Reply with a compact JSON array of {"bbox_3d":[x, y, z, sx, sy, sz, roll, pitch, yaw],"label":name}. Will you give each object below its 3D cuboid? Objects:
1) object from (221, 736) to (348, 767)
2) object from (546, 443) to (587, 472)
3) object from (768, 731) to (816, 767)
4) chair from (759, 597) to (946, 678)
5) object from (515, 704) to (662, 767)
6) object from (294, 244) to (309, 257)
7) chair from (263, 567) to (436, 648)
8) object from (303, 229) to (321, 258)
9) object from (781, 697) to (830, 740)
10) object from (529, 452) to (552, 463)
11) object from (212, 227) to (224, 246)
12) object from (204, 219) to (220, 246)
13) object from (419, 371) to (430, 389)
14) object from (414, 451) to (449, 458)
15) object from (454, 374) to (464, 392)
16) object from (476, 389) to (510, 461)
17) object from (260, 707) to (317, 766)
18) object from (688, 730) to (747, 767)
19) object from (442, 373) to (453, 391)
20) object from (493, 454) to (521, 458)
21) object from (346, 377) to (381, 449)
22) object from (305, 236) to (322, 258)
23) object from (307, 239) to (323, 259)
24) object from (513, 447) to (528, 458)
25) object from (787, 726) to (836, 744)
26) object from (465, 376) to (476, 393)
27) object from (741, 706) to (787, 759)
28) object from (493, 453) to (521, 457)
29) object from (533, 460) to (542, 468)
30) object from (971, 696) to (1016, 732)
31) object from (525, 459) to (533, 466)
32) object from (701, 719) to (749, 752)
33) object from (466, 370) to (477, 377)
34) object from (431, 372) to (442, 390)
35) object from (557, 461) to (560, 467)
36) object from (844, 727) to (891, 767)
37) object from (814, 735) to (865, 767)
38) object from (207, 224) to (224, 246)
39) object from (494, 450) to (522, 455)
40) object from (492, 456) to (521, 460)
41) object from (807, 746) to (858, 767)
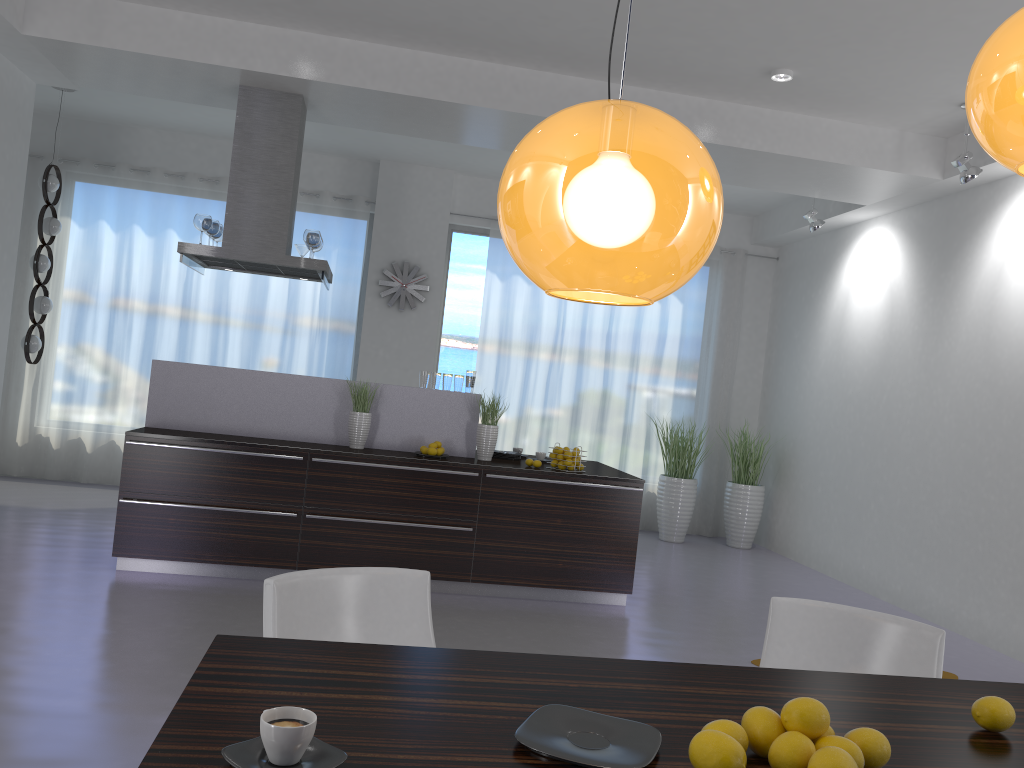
[{"bbox_3d":[-0.334,0.552,1.303,0.154,0.020,0.154,6,0,37],"label":"object"},{"bbox_3d":[0.375,0.497,6.028,0.189,0.174,0.207,6,0,-44],"label":"object"},{"bbox_3d":[0.460,0.611,1.461,0.081,0.071,0.069,6,0,-32],"label":"object"},{"bbox_3d":[0.918,1.083,2.527,0.508,0.805,0.620,6,0,26],"label":"chair"},{"bbox_3d":[0.131,0.603,1.506,0.232,0.020,0.232,6,0,19],"label":"object"},{"bbox_3d":[-1.600,-0.967,6.757,0.137,0.174,0.137,6,0,-44],"label":"object"},{"bbox_3d":[-0.360,0.944,2.333,0.508,0.805,0.620,6,0,-39],"label":"chair"},{"bbox_3d":[-1.417,-0.972,6.253,0.125,0.221,0.125,6,0,16],"label":"object"},{"bbox_3d":[0.501,0.571,1.514,0.083,0.068,0.070,6,0,-5],"label":"object"},{"bbox_3d":[0.209,0.537,6.506,0.153,0.069,0.153,6,0,-36],"label":"object"},{"bbox_3d":[-2.186,-1.055,6.575,0.125,0.221,0.125,6,0,16],"label":"object"},{"bbox_3d":[-2.138,-1.051,6.274,0.125,0.221,0.125,6,0,16],"label":"object"},{"bbox_3d":[-0.612,-0.030,6.173,0.071,0.119,0.072,6,0,41],"label":"object"},{"bbox_3d":[-0.538,0.476,5.926,0.232,0.020,0.232,6,0,-1],"label":"object"},{"bbox_3d":[-0.374,-0.004,6.211,0.072,0.119,0.071,6,0,31],"label":"object"},{"bbox_3d":[-0.146,0.276,6.074,0.247,0.502,0.269,6,0,34],"label":"object"},{"bbox_3d":[-0.340,0.520,1.306,0.101,0.064,0.081,6,0,17],"label":"object"},{"bbox_3d":[0.328,0.594,1.412,0.079,0.077,0.094,6,0,-35],"label":"object"},{"bbox_3d":[-0.454,-0.012,6.199,0.072,0.119,0.071,6,0,31],"label":"object"},{"bbox_3d":[-0.051,0.523,6.454,0.232,0.020,0.232,6,0,-1],"label":"object"},{"bbox_3d":[-1.015,0.181,5.910,0.269,0.502,0.247,6,0,-9],"label":"object"},{"bbox_3d":[-1.442,-0.975,6.409,0.125,0.221,0.125,6,0,16],"label":"object"},{"bbox_3d":[-1.465,-0.976,6.554,0.125,0.221,0.125,6,0,16],"label":"object"},{"bbox_3d":[0.042,0.520,6.721,0.153,0.069,0.153,6,0,24],"label":"object"},{"bbox_3d":[0.527,0.620,1.558,0.070,0.068,0.083,6,0,-40],"label":"object"},{"bbox_3d":[-0.295,0.005,6.224,0.072,0.119,0.071,6,0,31],"label":"object"},{"bbox_3d":[0.439,0.605,1.541,0.076,0.080,0.094,6,0,-8],"label":"object"},{"bbox_3d":[-0.050,0.513,6.454,0.232,0.020,0.232,6,0,-6],"label":"object"},{"bbox_3d":[0.169,0.537,5.962,0.063,0.051,0.053,6,0,-5],"label":"object"},{"bbox_3d":[0.977,0.670,1.800,0.083,0.068,0.070,6,0,-5],"label":"object"},{"bbox_3d":[0.120,0.532,6.004,0.053,0.051,0.063,6,0,-40],"label":"object"},{"bbox_3d":[0.356,0.601,1.492,0.083,0.068,0.070,6,0,-5],"label":"object"},{"bbox_3d":[-0.291,-0.034,6.224,0.072,0.119,0.071,6,0,31],"label":"object"},{"bbox_3d":[-0.533,-0.021,6.186,0.072,0.119,0.071,6,0,31],"label":"object"},{"bbox_3d":[0.316,0.548,6.066,0.061,0.053,0.053,6,0,33],"label":"object"},{"bbox_3d":[0.610,0.629,1.528,0.083,0.068,0.070,6,0,-5],"label":"object"},{"bbox_3d":[0.541,0.621,1.474,0.070,0.068,0.083,6,0,-40],"label":"object"},{"bbox_3d":[-2.163,-1.053,6.430,0.125,0.221,0.125,6,0,16],"label":"object"},{"bbox_3d":[-0.222,0.420,6.506,0.646,0.147,0.269,6,0,16],"label":"object"},{"bbox_3d":[-0.052,0.533,6.454,0.232,0.020,0.232,6,0,-1],"label":"object"},{"bbox_3d":[0.506,0.613,1.393,0.079,0.077,0.094,6,0,35],"label":"object"}]
